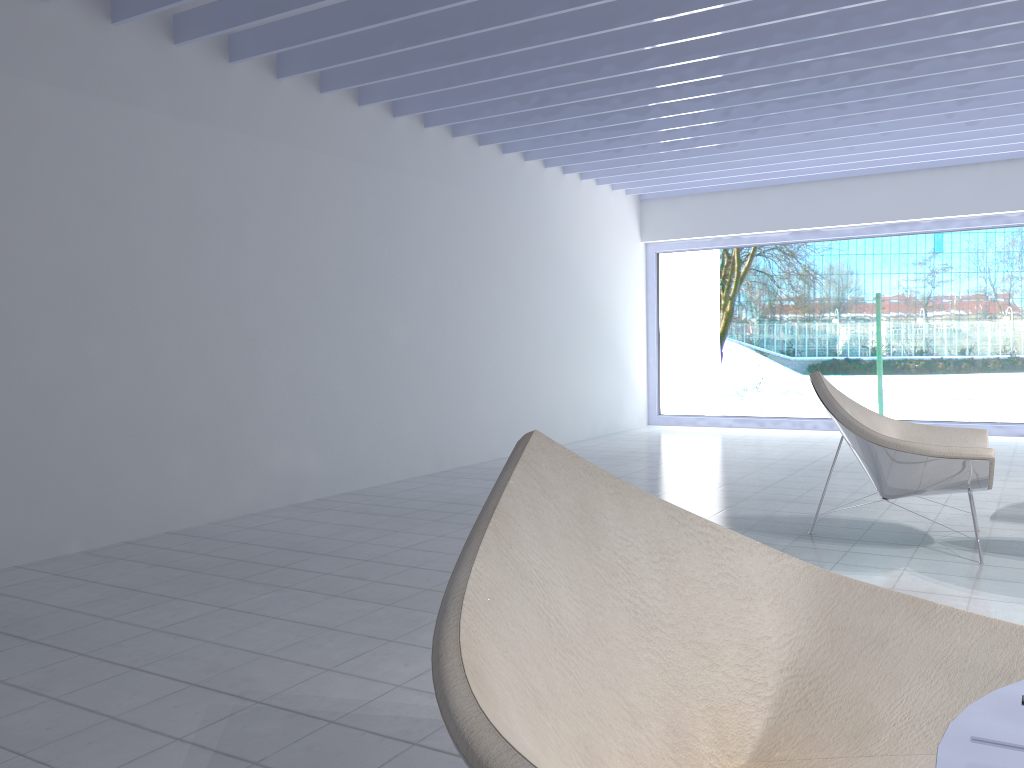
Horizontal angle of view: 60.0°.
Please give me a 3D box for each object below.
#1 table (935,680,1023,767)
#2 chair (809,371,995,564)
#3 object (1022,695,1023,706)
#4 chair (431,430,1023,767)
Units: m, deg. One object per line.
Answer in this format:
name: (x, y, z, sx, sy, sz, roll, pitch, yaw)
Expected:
table: (0.738, 0.594, 0.590, 0.825, 0.534, 0.823, -1, 2, 8)
chair: (1.713, 0.318, 3.959, 0.753, 0.759, 0.906, 0, 3, 27)
object: (0.493, 0.282, 0.759, 0.098, 0.016, 0.012, 0, 3, 31)
chair: (0.262, 0.461, 1.253, 0.906, 0.759, 0.753, -3, 3, -41)
